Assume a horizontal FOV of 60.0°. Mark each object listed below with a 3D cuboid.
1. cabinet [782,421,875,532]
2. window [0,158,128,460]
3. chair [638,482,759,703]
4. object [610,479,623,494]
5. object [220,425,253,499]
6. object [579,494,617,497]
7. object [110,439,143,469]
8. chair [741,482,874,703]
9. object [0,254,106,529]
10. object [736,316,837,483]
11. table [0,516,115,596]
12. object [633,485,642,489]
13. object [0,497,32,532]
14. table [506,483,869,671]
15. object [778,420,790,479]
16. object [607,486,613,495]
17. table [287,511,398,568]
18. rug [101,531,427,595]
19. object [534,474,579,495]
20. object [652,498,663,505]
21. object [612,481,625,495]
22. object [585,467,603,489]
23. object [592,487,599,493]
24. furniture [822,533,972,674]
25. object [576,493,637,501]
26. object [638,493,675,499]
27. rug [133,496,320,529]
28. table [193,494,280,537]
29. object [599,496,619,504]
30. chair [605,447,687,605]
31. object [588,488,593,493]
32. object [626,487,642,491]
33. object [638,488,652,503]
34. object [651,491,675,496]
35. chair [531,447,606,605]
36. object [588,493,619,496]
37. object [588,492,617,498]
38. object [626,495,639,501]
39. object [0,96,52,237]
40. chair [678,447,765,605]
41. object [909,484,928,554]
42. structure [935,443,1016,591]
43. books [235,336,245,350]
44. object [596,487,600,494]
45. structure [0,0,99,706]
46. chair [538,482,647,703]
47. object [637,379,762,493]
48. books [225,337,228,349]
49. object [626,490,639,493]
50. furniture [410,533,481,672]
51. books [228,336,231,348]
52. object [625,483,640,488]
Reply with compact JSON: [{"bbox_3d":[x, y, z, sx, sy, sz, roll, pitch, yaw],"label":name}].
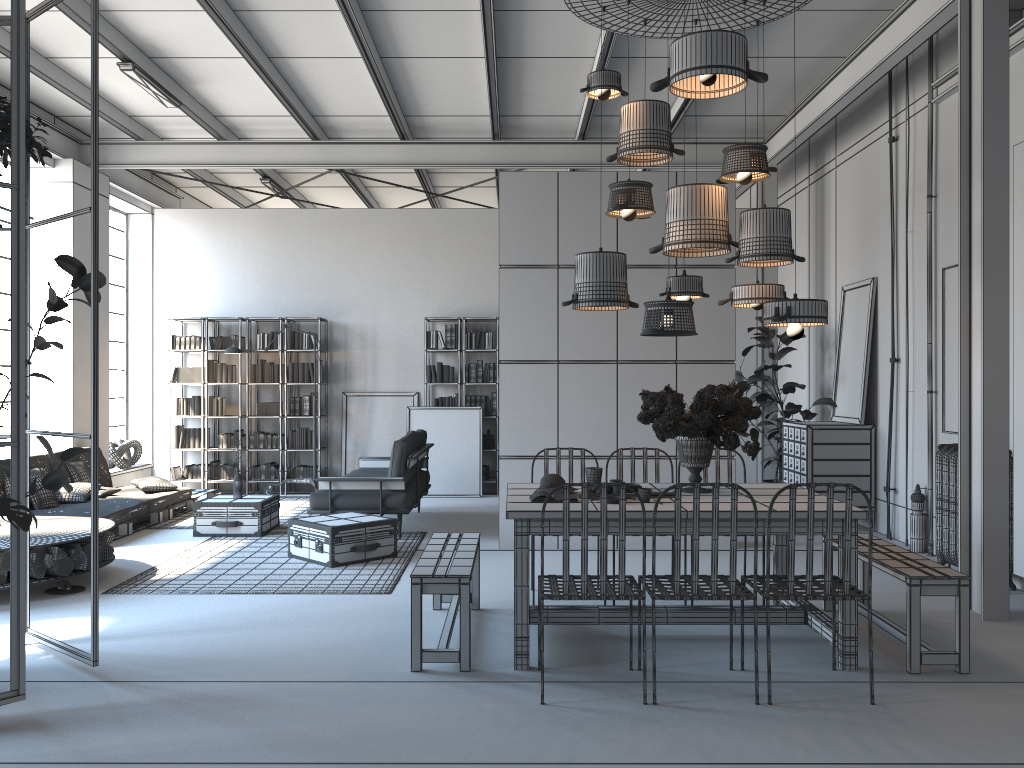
[{"bbox_3d":[4.101,1.179,11.592,0.869,1.334,1.035,0,0,0],"label":"cabinet"},{"bbox_3d":[-6.941,-0.585,9.547,0.091,4.985,12.681,0,0,0],"label":"window"},{"bbox_3d":[1.118,1.200,5.408,0.616,1.268,0.634,0,0,0],"label":"chair"},{"bbox_3d":[0.761,0.750,6.476,0.093,0.098,0.093,0,0,-3],"label":"object"},{"bbox_3d":[-3.421,0.981,11.090,0.576,0.921,0.252,0,0,40],"label":"object"},{"bbox_3d":[0.636,0.788,6.259,0.323,0.022,0.031,0,0,10],"label":"object"},{"bbox_3d":[-6.742,1.211,15.145,0.537,0.521,1.195,0,0,0],"label":"object"},{"bbox_3d":[1.780,1.200,5.407,0.616,1.268,0.634,0,0,0],"label":"chair"},{"bbox_3d":[-3.617,0.442,5.700,1.628,2.837,1.701,0,0,11],"label":"object"},{"bbox_3d":[3.640,0.430,12.531,1.652,2.805,1.128,0,0,1],"label":"object"},{"bbox_3d":[-4.882,1.596,8.187,2.221,0.503,2.221,0,0,-8],"label":"table"},{"bbox_3d":[0.851,0.791,6.749,0.274,0.031,0.274,0,0,43],"label":"object"},{"bbox_3d":[-3.260,1.209,4.710,1.462,1.301,1.196,0,0,-3],"label":"object"},{"bbox_3d":[1.121,1.344,6.471,2.319,1.065,1.610,0,0,0],"label":"table"},{"bbox_3d":[4.303,1.228,14.163,0.426,1.309,0.953,0,0,0],"label":"object"},{"bbox_3d":[0.690,0.758,6.414,0.085,0.083,0.085,0,0,-15],"label":"object"},{"bbox_3d":[-1.786,1.646,9.421,0.867,0.429,0.918,0,0,-45],"label":"table"},{"bbox_3d":[-2.333,1.845,9.405,2.549,0.009,3.281,0,0,0],"label":"rug"},{"bbox_3d":[0.324,0.805,6.604,0.338,0.274,0.306,0,0,18],"label":"object"},{"bbox_3d":[1.001,0.808,6.080,0.028,0.018,0.226,0,0,-5],"label":"object"},{"bbox_3d":[0.764,0.750,6.351,0.093,0.098,0.093,0,0,25],"label":"object"},{"bbox_3d":[0.610,0.721,6.607,0.132,0.190,0.132,0,0,-35],"label":"object"},{"bbox_3d":[0.602,0.773,6.422,0.059,0.058,0.066,0,0,-22],"label":"object"},{"bbox_3d":[2.718,1.531,6.431,0.391,0.621,1.639,0,0,0],"label":"furniture"},{"bbox_3d":[0.695,0.807,6.366,0.435,0.016,0.276,0,0,-23],"label":"object"},{"bbox_3d":[1.052,0.807,6.410,0.241,0.018,0.236,0,0,-16],"label":"object"},{"bbox_3d":[-3.663,1.844,12.886,2.549,0.009,3.281,0,0,0],"label":"rug"},{"bbox_3d":[-3.435,1.646,11.076,0.867,0.429,0.918,0,0,0],"label":"table"},{"bbox_3d":[0.684,0.795,6.064,0.172,0.037,0.172,0,0,-42],"label":"object"},{"bbox_3d":[1.135,1.200,7.618,0.616,1.268,0.634,0,0,0],"label":"chair"},{"bbox_3d":[0.561,0.773,6.373,0.056,0.056,0.058,0,0,-28],"label":"object"},{"bbox_3d":[0.851,0.798,6.749,0.274,0.031,0.274,0,0,19],"label":"object"},{"bbox_3d":[0.913,0.766,6.086,0.093,0.098,0.093,0,0,-43],"label":"object"},{"bbox_3d":[1.092,0.805,6.514,0.233,0.021,0.236,0,0,5],"label":"object"},{"bbox_3d":[0.473,1.200,7.619,0.616,1.268,0.634,0,0,0],"label":"chair"},{"bbox_3d":[0.644,0.787,6.300,0.226,0.025,0.028,0,0,-3],"label":"object"},{"bbox_3d":[0.637,0.783,6.229,0.225,0.034,0.028,0,0,-16],"label":"object"},{"bbox_3d":[0.844,0.791,6.185,0.157,0.047,0.070,0,0,-21],"label":"object"},{"bbox_3d":[-4.341,-0.843,5.231,2.915,5.400,3.232,0,0,-28],"label":"object"},{"bbox_3d":[1.780,1.200,7.617,0.616,1.268,0.634,0,0,0],"label":"chair"},{"bbox_3d":[4.479,1.515,9.734,0.268,0.841,0.225,0,0,35],"label":"object"},{"bbox_3d":[4.292,1.228,8.247,0.426,1.309,0.953,0,0,0],"label":"structure"},{"bbox_3d":[-4.578,-0.687,14.934,0.061,0.237,0.350,0,0,0],"label":"books"},{"bbox_3d":[0.628,0.768,6.353,0.056,0.065,0.058,0,0,18],"label":"object"},{"bbox_3d":[-4.532,-0.343,4.668,3.892,4.490,3.188,0,0,0],"label":"structure"},{"bbox_3d":[0.472,1.200,5.409,0.616,1.268,0.634,0,0,0],"label":"chair"},{"bbox_3d":[1.387,0.387,6.745,0.906,0.850,1.016,0,0,2],"label":"object"},{"bbox_3d":[-4.762,-0.681,14.953,0.052,0.226,0.312,0,0,0],"label":"books"},{"bbox_3d":[0.842,0.806,6.740,0.306,0.020,0.306,0,0,-27],"label":"object"},{"bbox_3d":[-0.455,1.531,6.472,0.391,0.621,1.639,0,0,0],"label":"furniture"},{"bbox_3d":[-4.710,-0.682,14.953,0.052,0.226,0.312,0,0,0],"label":"books"},{"bbox_3d":[0.882,0.783,6.737,0.175,0.037,0.175,0,0,-7],"label":"object"}]
